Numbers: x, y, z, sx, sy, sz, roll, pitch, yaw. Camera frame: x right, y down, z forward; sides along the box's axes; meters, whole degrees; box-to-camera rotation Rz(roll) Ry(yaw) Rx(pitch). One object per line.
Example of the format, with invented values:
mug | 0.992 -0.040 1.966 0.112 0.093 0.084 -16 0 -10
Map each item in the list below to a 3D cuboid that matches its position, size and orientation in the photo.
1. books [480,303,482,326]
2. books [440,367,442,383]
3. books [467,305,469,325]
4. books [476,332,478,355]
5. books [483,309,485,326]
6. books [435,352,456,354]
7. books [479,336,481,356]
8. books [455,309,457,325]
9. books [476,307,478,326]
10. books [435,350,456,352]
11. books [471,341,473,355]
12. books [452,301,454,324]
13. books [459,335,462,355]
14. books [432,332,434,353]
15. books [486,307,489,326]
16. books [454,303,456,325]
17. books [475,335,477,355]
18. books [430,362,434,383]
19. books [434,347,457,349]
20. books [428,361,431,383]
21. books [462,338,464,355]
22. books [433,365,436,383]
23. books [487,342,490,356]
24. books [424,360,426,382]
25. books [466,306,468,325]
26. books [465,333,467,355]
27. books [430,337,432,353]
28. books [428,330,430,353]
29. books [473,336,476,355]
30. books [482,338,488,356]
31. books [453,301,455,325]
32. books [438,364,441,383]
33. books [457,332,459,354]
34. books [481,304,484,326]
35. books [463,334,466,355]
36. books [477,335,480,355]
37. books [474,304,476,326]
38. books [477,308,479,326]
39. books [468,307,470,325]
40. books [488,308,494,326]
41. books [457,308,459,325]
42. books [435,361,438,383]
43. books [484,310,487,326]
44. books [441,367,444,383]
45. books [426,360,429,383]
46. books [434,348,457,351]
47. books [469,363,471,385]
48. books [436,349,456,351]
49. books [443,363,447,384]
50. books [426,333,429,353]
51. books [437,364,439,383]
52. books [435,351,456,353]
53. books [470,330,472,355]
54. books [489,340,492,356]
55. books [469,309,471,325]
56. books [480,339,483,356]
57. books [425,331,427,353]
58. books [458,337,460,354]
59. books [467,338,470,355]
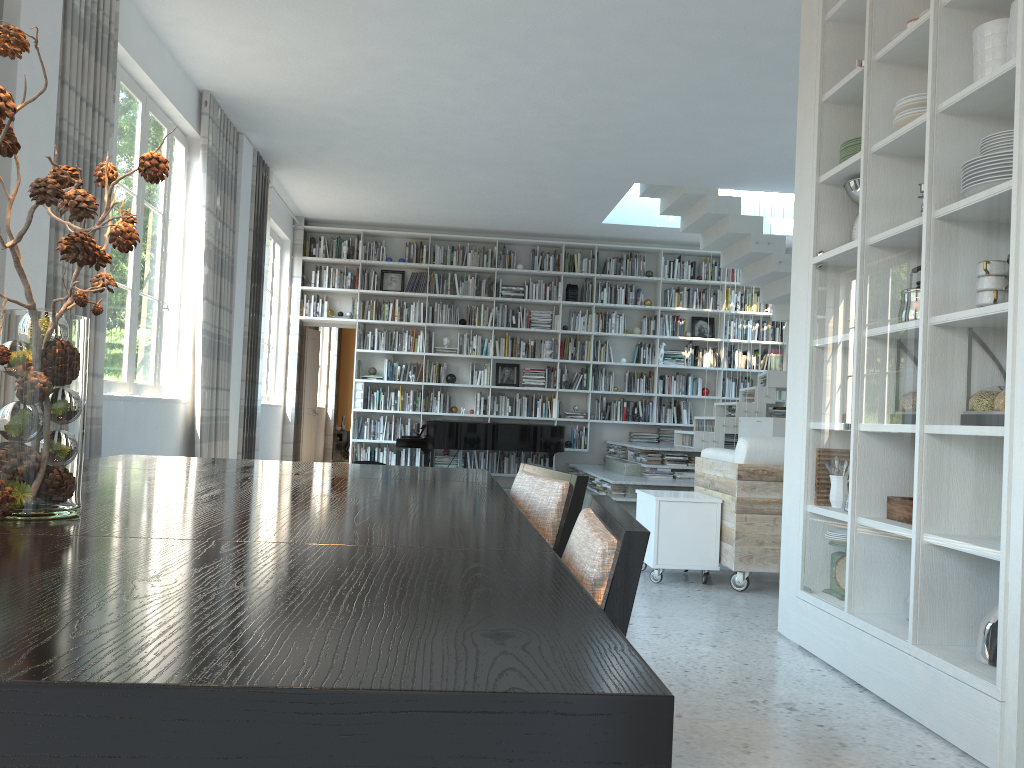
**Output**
books | -0.398 -0.867 11.233 0.006 0.303 0.165 3 -2 -4
books | -0.895 -0.106 11.177 0.011 0.208 0.180 3 -2 -4
books | -0.561 -0.860 11.239 0.012 0.276 0.129 3 -2 -4
books | -0.446 -0.498 11.216 0.011 0.300 0.178 3 -2 -4
books | -0.358 -0.826 11.242 0.011 0.229 0.166 3 -2 -4
books | -0.841 -0.385 11.199 0.254 0.012 0.161 3 -2 -4
books | -0.410 -0.473 11.240 0.022 0.256 0.152 3 -2 -4
books | -0.707 -0.837 11.222 0.012 0.218 0.151 3 -2 -4
books | -0.445 -0.840 11.209 0.013 0.243 0.189 3 -2 -4
books | -0.839 -0.410 11.189 0.254 0.012 0.161 3 -2 -9
books | -0.508 -0.445 11.230 0.025 0.189 0.140 3 -2 -4
books | -0.746 -0.889 11.218 0.005 0.316 0.157 3 -2 -4
books | -0.648 -0.481 11.196 0.030 0.247 0.174 3 -2 -4
books | -0.995 -0.513 11.186 0.021 0.277 0.136 3 -2 -4
books | -0.317 -0.839 11.237 0.022 0.257 0.155 3 -2 -4
books | -0.723 -0.874 11.195 0.011 0.287 0.189 3 -2 -4
books | -0.458 -0.482 11.206 0.012 0.265 0.193 3 -2 -4
books | -1.010 -0.139 11.169 0.036 0.263 0.166 3 -2 -4
books | -0.838 -0.446 11.192 0.285 0.012 0.159 3 -2 -8
books | -1.041 -0.146 11.174 0.026 0.275 0.154 3 -2 -4
books | -0.624 -0.469 11.226 0.024 0.227 0.137 3 -2 -4
books | -0.981 -0.120 11.175 0.025 0.228 0.153 3 -2 -4
books | -0.301 -0.431 11.242 0.027 0.181 0.142 3 -2 -4
books | -1.097 -0.154 11.175 0.012 0.285 0.159 3 -2 -4
books | -0.569 -0.850 11.231 0.005 0.254 0.161 3 -2 -4
books | -0.581 -0.498 11.203 0.012 0.286 0.167 3 -2 -4
books | -1.024 -0.480 11.188 0.034 0.209 0.136 3 -2 -4
books | -1.046 -0.525 11.198 0.011 0.298 0.135 3 -2 -4
books | -0.479 -0.473 11.214 0.028 0.247 0.170 3 -2 -4
books | -0.342 -0.457 11.222 0.060 0.227 0.179 3 -2 -4
books | -0.736 -0.883 11.215 0.005 0.305 0.162 3 -2 -4
books | -0.914 -0.126 11.196 0.028 0.247 0.142 3 -2 -4
books | -0.679 -0.502 11.199 0.012 0.285 0.159 3 -2 -4
books | -0.383 -0.856 11.230 0.022 0.284 0.190 3 -2 -4
books | -0.599 -0.489 11.213 0.022 0.267 0.151 3 -2 -4
books | -0.431 -0.477 11.218 0.023 0.259 0.170 3 -2 -4
books | -0.470 -0.862 11.241 0.033 0.287 0.155 3 -2 -4
books | -0.436 -0.834 11.246 0.011 0.236 0.130 3 -2 -4
books | -0.546 -0.843 11.212 0.005 0.240 0.173 3 -2 -4
books | -0.272 -0.827 11.218 0.064 0.237 0.209 3 -2 -4
books | -0.681 -0.843 11.215 0.031 0.232 0.148 3 -2 -4
books | -0.952 -0.143 11.157 0.026 0.274 0.190 3 -2 -4
books | -0.341 -0.819 11.244 0.024 0.216 0.142 3 -2 -4
books | -0.875 -0.109 11.175 0.028 0.216 0.175 3 -2 -4
books | -1.066 -0.152 11.168 0.025 0.284 0.145 3 -2 -4
books | -0.839 -0.434 11.196 0.285 0.012 0.159 3 -2 -2
books | -0.527 -0.126 11.211 0.012 0.285 0.159 3 -2 -4
books | -0.839 -0.422 11.194 0.254 0.012 0.161 3 -2 -7
books | -0.847 -0.132 11.193 0.028 0.266 0.144 3 -2 -4
books | -1.062 -0.506 11.179 0.024 0.257 0.134 3 -2 -4
books | -0.934 -0.126 11.178 0.014 0.244 0.153 3 -2 -4
books | -0.840 -0.397 11.191 0.254 0.012 0.161 3 -2 -8
books | -0.522 -0.516 11.216 0.010 0.329 0.173 3 -2 -4
books | -0.274 -0.447 11.247 0.026 0.217 0.126 3 -2 -4
books | -0.540 -0.830 11.230 0.013 0.216 0.149 3 -2 -4
books | -0.387 -0.454 11.242 0.026 0.219 0.150 3 -2 -4
books | -1.080 -0.521 11.184 0.012 0.285 0.159 3 -2 -4
books | -0.670 -0.474 11.212 0.010 0.232 0.154 3 -2 -4
books | -0.554 -0.465 11.221 0.048 0.224 0.149 3 -2 -4
